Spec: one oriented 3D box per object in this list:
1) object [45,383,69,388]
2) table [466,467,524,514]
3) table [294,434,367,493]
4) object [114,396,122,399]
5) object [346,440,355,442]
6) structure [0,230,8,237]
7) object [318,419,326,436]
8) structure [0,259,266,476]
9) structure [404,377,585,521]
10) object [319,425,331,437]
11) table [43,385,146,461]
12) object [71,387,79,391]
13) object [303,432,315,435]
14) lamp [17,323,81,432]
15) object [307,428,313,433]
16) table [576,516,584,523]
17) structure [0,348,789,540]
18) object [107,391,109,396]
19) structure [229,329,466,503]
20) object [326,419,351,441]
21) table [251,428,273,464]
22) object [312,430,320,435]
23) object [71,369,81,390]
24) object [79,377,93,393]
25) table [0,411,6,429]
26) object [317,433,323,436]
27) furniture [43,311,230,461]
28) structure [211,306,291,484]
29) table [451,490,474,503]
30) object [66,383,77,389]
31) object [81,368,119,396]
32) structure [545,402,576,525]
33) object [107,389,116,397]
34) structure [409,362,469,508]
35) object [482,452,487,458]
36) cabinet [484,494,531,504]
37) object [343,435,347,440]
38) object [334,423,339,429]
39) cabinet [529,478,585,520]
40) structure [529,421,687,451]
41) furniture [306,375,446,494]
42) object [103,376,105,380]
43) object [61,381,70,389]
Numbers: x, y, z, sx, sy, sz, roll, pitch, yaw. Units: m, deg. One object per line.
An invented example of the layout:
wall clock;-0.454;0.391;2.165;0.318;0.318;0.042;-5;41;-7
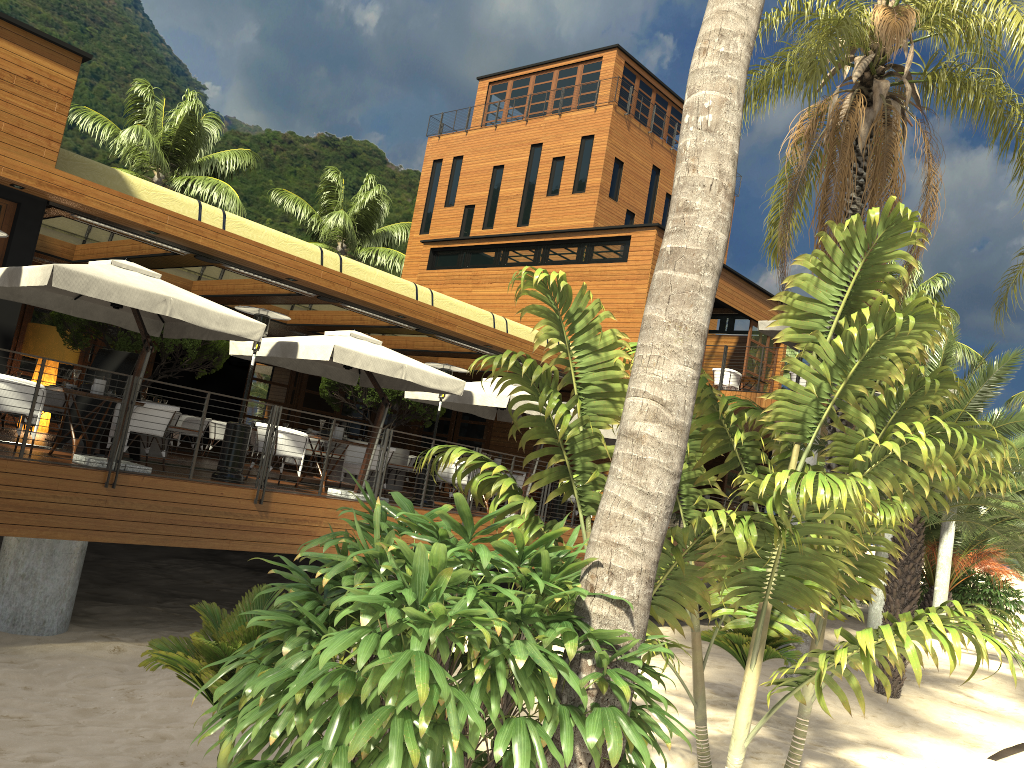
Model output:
object;-4.977;0.029;9.718;0.295;0.025;0.170;4;-8;41
table;-0.491;1.774;14.920;0.932;0.751;0.929;4;-9;41
table;-2.661;1.123;12.416;0.932;0.751;0.929;4;-9;41
object;-4.583;0.159;10.277;0.295;0.025;0.170;4;-8;41
object;-2.417;0.809;12.776;0.295;0.025;0.170;4;-8;41
structure;-5.490;-0.535;8.531;0.700;2.197;0.697;6;-8;29
object;-2.633;0.606;12.237;0.082;0.227;0.082;3;-10;42
structure;-4.602;-0.285;10.001;2.415;2.338;2.407;4;-9;41
structure;-0.274;1.015;14.995;2.415;2.338;2.407;4;-9;41
object;-2.651;0.667;12.570;0.163;0.179;0.167;3;-9;43
table;-4.831;0.471;9.912;0.932;0.751;0.929;4;-9;41
object;-4.835;0.054;9.802;0.080;0.042;0.080;6;-8;33
object;-2.811;0.679;12.217;0.295;0.025;0.170;4;-8;41
lamp;-8.803;-0.063;16.679;0.974;2.015;0.970;7;-8;22
object;-2.834;0.667;12.430;0.086;0.086;0.086;16;-9;-43
table;1.684;2.428;17.430;0.932;0.751;0.929;4;-9;41
structure;1.054;1.999;14.892;0.163;1.156;26.192;3;-9;41
object;-4.644;0.112;10.132;0.116;0.065;0.115;3;-9;45
structure;-2.438;0.365;12.498;2.415;2.338;2.407;4;-9;41
object;-2.420;0.643;12.375;0.263;0.264;0.263;10;-7;-3
table;-5.121;1.382;18.675;1.167;0.751;1.162;7;-7;22
object;-2.743;0.687;12.368;0.116;0.065;0.115;4;-8;40
object;-4.799;-0.044;9.738;0.082;0.227;0.082;3;-10;42
object;-4.816;0.016;10.068;0.168;0.179;0.162;4;-9;39
table;-8.431;0.343;14.448;1.166;0.751;1.163;9;-7;10
object;-2.669;0.704;12.301;0.080;0.042;0.080;10;-6;3
furniture;-6.106;-0.252;14.328;2.570;2.729;2.712;9;-7;7
structure;-3.312;0.119;11.045;0.700;2.197;0.697;6;-8;29
table;-0.932;2.177;19.283;1.163;0.751;1.166;16;-9;-43
object;-4.908;0.037;9.869;0.116;0.065;0.115;3;-9;45
object;-4.585;-0.007;9.875;0.263;0.264;0.263;10;-7;-3
structure;0.962;1.403;15.977;0.700;2.197;0.697;6;-8;29
object;-4.547;0.111;10.076;0.086;0.086;0.086;16;-9;-43
structure;-1.178;0.760;13.507;0.700;2.197;0.697;6;-8;29
object;-0.474;1.254;14.729;0.082;0.227;0.082;3;-10;42
cabinet;-0.215;2.540;21.821;1.612;0.840;0.555;4;-9;41
object;-2.381;0.762;12.575;0.086;0.086;0.086;16;-9;-43
object;-2.560;0.679;12.783;0.082;0.227;0.082;6;-8;31
cabinet;1.000;2.633;20.748;1.612;0.840;0.555;4;-9;41
structure;1.889;1.665;17.492;2.415;2.338;2.407;4;-9;41
furniture;-2.733;0.750;18.115;2.618;2.729;2.686;6;-8;32
object;-4.726;0.028;10.284;0.082;0.227;0.082;3;-10;42
object;-5.000;0.017;9.931;0.086;0.086;0.086;16;-9;-43
